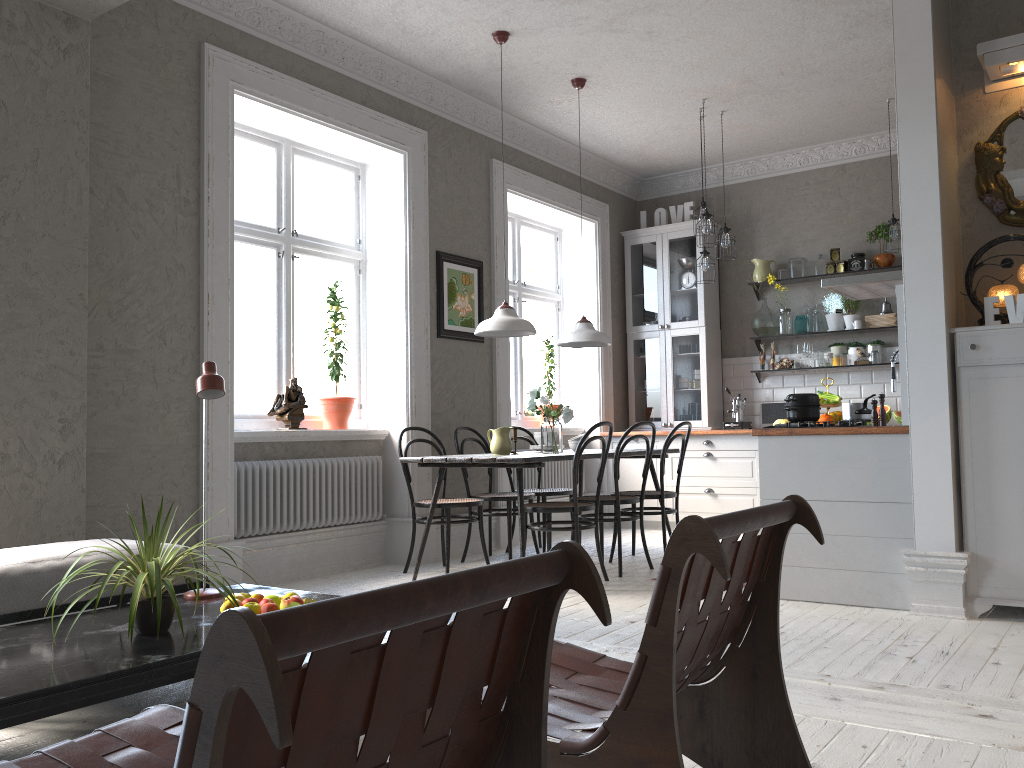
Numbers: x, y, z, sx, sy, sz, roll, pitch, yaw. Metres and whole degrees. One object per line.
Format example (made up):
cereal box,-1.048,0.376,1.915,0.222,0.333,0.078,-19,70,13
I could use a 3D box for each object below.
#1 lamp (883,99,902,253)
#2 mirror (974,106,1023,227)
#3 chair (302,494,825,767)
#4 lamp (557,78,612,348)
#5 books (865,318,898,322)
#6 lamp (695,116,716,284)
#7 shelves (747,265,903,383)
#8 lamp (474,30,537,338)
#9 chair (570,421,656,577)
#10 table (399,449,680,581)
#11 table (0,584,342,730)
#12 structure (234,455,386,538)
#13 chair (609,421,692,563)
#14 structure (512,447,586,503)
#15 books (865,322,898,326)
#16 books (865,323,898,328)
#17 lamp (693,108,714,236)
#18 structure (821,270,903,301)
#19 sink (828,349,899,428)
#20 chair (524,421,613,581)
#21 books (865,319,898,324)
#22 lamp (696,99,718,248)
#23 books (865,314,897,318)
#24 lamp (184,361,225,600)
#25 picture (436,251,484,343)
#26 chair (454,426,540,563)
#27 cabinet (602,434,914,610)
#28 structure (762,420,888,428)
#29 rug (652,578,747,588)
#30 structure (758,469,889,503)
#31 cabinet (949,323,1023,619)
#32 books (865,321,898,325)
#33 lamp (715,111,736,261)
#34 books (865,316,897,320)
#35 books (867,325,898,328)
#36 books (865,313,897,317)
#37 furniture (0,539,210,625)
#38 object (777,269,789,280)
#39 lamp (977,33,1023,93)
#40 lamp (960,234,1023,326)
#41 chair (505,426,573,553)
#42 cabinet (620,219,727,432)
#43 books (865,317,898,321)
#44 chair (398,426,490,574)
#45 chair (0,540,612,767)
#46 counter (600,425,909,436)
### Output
lamp,2.822,-1.850,6.616,0.149,1.735,0.144,0,-4,-23
mirror,2.480,-1.044,4.193,0.522,0.593,0.072,-3,-4,35
chair,0.089,0.600,1.846,0.996,0.721,0.518,-3,-4,35
lamp,0.480,-1.190,6.123,0.371,1.858,0.387,-4,-4,43
books,3.091,-0.523,7.361,0.256,0.011,0.161,-4,-4,38
lamp,1.483,-1.652,6.900,0.146,1.735,0.147,-1,-3,2
shelves,2.709,-0.468,7.616,1.290,0.923,0.233,-3,-4,35
lamp,-0.053,-1.222,5.383,0.384,1.858,0.374,0,-3,-17
chair,0.620,0.697,5.486,0.537,0.920,0.447,-4,-4,43
table,0.271,0.812,5.744,0.887,0.735,1.958,-3,-4,35
table,-1.091,0.883,2.669,0.832,0.303,1.336,-3,-4,35
structure,-1.233,0.669,5.424,0.146,0.428,1.247,-3,-4,34
chair,0.923,0.713,5.877,0.538,0.920,0.446,-3,-4,33
structure,0.275,0.760,7.522,0.146,0.428,1.247,-3,-4,34
books,3.091,-0.490,7.359,0.161,0.016,0.255,2,-4,-42
books,3.091,-0.479,7.358,0.255,0.011,0.161,-4,-4,41
lamp,1.437,-1.999,6.750,0.144,1.735,0.149,-2,-3,22
structure,2.384,-1.391,5.583,0.698,1.595,0.726,-3,-4,35
sink,2.168,0.140,5.170,0.517,0.720,0.496,-3,-4,35
chair,0.305,0.678,5.042,0.538,0.920,0.446,-3,-4,33
books,3.091,-0.512,7.360,0.255,0.011,0.161,-4,-4,41
lamp,1.422,-1.879,6.557,0.147,1.735,0.146,-1,-3,-8
books,3.090,-0.555,7.363,0.255,0.016,0.161,-4,-5,44
lamp,-1.092,0.341,3.145,0.140,0.839,0.248,0,-3,-19
picture,-0.370,-0.623,6.445,0.019,0.619,0.531,-3,-4,36
chair,-0.107,0.743,6.037,0.538,0.920,0.446,-3,-4,33
cabinet,2.043,0.739,6.224,2.001,0.854,4.168,-1,-3,-8
structure,1.671,0.215,4.709,0.486,0.031,0.618,-3,-4,35
rug,1.469,1.127,5.415,0.721,0.014,1.315,-3,-4,35
structure,1.695,0.578,4.670,0.606,0.623,0.634,-3,-4,35
cabinet,2.362,0.385,3.932,0.653,1.297,0.391,-3,-4,35
books,3.091,-0.501,7.359,0.255,0.016,0.161,-4,-5,44
lamp,1.619,-1.818,6.808,0.144,1.735,0.149,-2,-3,22
books,3.090,-0.544,7.362,0.161,0.016,0.255,2,-4,-42
books,3.092,-0.468,7.358,0.256,0.011,0.161,-4,-4,38
books,3.090,-0.565,7.363,0.255,0.011,0.161,-4,-4,41
furniture,-1.637,0.827,3.209,0.572,0.476,0.844,-3,-4,35
object,2.406,-0.959,7.854,0.101,0.111,0.105,-3,-4,35
lamp,2.426,-1.526,4.151,0.407,0.171,0.224,-3,-4,35
lamp,2.328,-0.416,4.111,0.440,0.558,0.175,-4,-4,43
chair,0.197,0.759,6.430,0.447,0.920,0.537,2,-4,-42
cabinet,1.509,-0.498,8.283,0.862,1.921,0.395,-3,-4,35
books,3.091,-0.533,7.361,0.255,0.011,0.161,-4,-4,41
chair,-0.435,0.723,5.575,0.537,0.920,0.447,-4,-4,43
chair,-0.421,0.569,1.137,0.996,0.721,0.518,-3,-4,35
counter,1.585,0.346,6.378,3.098,0.039,3.458,-3,-4,35
